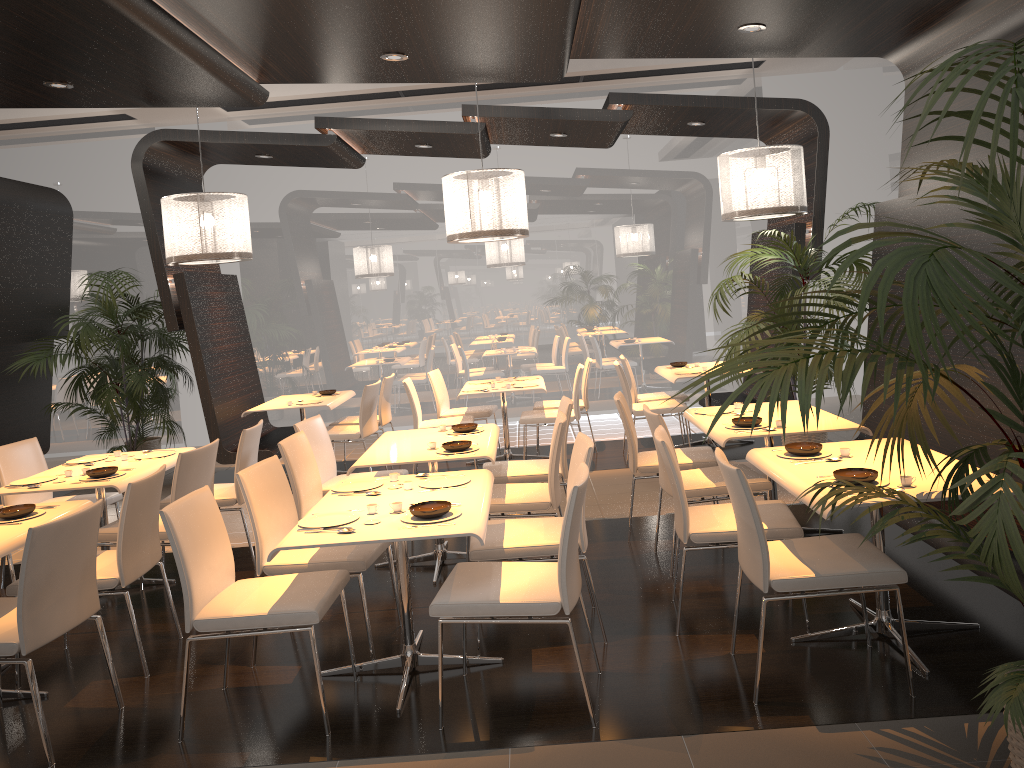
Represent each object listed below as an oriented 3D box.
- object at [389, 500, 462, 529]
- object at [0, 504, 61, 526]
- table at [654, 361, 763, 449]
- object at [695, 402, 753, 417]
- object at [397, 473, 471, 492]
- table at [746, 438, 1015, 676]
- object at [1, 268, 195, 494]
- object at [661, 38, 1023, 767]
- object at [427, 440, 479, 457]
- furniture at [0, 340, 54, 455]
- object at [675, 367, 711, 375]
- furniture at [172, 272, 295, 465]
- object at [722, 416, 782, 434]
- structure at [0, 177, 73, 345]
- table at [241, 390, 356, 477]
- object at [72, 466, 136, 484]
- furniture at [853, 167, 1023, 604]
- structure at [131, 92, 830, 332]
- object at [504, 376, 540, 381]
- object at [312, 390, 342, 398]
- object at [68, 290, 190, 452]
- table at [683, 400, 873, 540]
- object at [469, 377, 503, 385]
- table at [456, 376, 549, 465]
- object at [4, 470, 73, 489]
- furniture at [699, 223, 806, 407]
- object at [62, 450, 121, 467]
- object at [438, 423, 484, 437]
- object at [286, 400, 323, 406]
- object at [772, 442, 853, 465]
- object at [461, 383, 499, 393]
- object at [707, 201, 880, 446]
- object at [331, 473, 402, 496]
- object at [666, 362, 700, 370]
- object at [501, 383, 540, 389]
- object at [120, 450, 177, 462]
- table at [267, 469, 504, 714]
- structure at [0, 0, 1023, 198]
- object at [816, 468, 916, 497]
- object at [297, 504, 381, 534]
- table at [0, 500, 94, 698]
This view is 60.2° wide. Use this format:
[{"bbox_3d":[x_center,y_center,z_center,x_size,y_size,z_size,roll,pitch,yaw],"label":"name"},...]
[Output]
[{"bbox_3d":[-0.350,0.501,3.509,0.303,0.044,0.366,-5,6,0],"label":"object"},{"bbox_3d":[-2.323,0.596,4.112,0.303,0.044,0.366,-5,6,0],"label":"object"},{"bbox_3d":[1.834,0.216,8.240,0.800,0.724,1.152,-5,5,1],"label":"table"},{"bbox_3d":[1.322,0.159,5.524,0.335,0.038,0.378,-5,6,-5],"label":"object"},{"bbox_3d":[-0.366,0.441,4.126,0.335,0.038,0.378,-6,6,-10],"label":"object"},{"bbox_3d":[1.558,0.708,3.750,0.800,0.724,1.152,-5,5,1],"label":"table"},{"bbox_3d":[-3.620,-0.011,8.178,1.562,2.055,1.509,-5,3,-5],"label":"object"},{"bbox_3d":[1.435,0.189,2.403,1.512,2.055,1.559,-7,4,-43],"label":"object"},{"bbox_3d":[-0.334,0.350,4.942,0.303,0.044,0.366,-5,6,0],"label":"object"},{"bbox_3d":[-4.950,-0.023,8.302,0.757,1.671,1.407,-5,3,1],"label":"furniture"},{"bbox_3d":[1.633,-0.116,7.917,0.335,0.038,0.378,-5,6,-5],"label":"object"},{"bbox_3d":[-2.450,-0.220,8.268,0.757,1.671,1.407,-5,3,1],"label":"furniture"},{"bbox_3d":[1.346,0.217,4.921,0.303,0.044,0.366,-5,6,0],"label":"object"},{"bbox_3d":[-7.376,-1.033,8.303,5.931,1.724,1.407,-4,3,1],"label":"structure"},{"bbox_3d":[-1.945,0.512,8.310,0.800,0.724,1.152,-5,5,1],"label":"table"},{"bbox_3d":[-2.341,0.503,5.014,0.303,0.044,0.366,-5,6,0],"label":"object"},{"bbox_3d":[2.191,-0.193,4.466,0.757,1.669,2.915,-5,5,1],"label":"furniture"},{"bbox_3d":[-0.237,-1.594,8.206,5.931,1.724,1.407,-4,3,1],"label":"structure"},{"bbox_3d":[0.096,-0.065,8.609,0.335,0.038,0.378,-6,6,-10],"label":"object"},{"bbox_3d":[-1.814,0.086,8.591,0.303,0.044,0.366,-5,6,0],"label":"object"},{"bbox_3d":[-3.827,-0.108,9.264,1.511,2.055,1.560,-7,4,-37],"label":"object"},{"bbox_3d":[1.540,0.554,5.241,0.800,0.724,1.152,-5,5,1],"label":"table"},{"bbox_3d":[-0.253,-0.030,8.534,0.335,0.038,0.378,-5,6,-5],"label":"object"},{"bbox_3d":[-0.061,0.365,8.273,0.800,0.724,1.152,-5,5,1],"label":"table"},{"bbox_3d":[-2.664,0.536,4.975,0.335,0.038,0.378,-5,6,-5],"label":"object"},{"bbox_3d":[2.188,-0.584,8.205,0.757,1.671,1.407,-5,3,1],"label":"furniture"},{"bbox_3d":[-2.657,0.471,5.589,0.335,0.038,0.378,-5,6,-5],"label":"object"},{"bbox_3d":[-0.326,0.281,5.591,0.303,0.044,0.366,-5,6,0],"label":"object"},{"bbox_3d":[-1.881,0.155,8.019,0.335,0.038,0.378,-6,6,-10],"label":"object"},{"bbox_3d":[1.376,0.306,4.054,0.303,0.044,0.366,-5,6,0],"label":"object"},{"bbox_3d":[-0.289,0.037,7.926,0.335,0.038,0.378,-5,6,-5],"label":"object"},{"bbox_3d":[2.291,-0.340,6.795,1.502,2.055,1.569,-4,3,14],"label":"object"},{"bbox_3d":[-0.678,0.467,4.113,0.335,0.038,0.378,-5,6,-5],"label":"object"},{"bbox_3d":[1.646,-0.185,8.535,0.303,0.044,0.366,-5,6,0],"label":"object"},{"bbox_3d":[0.074,0.001,7.993,0.335,0.038,0.378,-6,6,-10],"label":"object"},{"bbox_3d":[-2.315,0.439,5.636,0.335,0.038,0.378,-6,6,-10],"label":"object"},{"bbox_3d":[-0.461,0.866,3.787,0.800,0.724,1.152,-5,5,1],"label":"table"},{"bbox_3d":[-2.591,-1.023,4.499,10.659,1.732,2.914,-4,5,1],"label":"structure"},{"bbox_3d":[1.380,0.369,3.447,0.303,0.044,0.366,-5,6,0],"label":"object"},{"bbox_3d":[-0.685,0.532,3.499,0.335,0.038,0.378,-5,6,-5],"label":"object"},{"bbox_3d":[-2.429,1.021,3.814,0.800,0.724,1.152,-5,5,1],"label":"table"}]
